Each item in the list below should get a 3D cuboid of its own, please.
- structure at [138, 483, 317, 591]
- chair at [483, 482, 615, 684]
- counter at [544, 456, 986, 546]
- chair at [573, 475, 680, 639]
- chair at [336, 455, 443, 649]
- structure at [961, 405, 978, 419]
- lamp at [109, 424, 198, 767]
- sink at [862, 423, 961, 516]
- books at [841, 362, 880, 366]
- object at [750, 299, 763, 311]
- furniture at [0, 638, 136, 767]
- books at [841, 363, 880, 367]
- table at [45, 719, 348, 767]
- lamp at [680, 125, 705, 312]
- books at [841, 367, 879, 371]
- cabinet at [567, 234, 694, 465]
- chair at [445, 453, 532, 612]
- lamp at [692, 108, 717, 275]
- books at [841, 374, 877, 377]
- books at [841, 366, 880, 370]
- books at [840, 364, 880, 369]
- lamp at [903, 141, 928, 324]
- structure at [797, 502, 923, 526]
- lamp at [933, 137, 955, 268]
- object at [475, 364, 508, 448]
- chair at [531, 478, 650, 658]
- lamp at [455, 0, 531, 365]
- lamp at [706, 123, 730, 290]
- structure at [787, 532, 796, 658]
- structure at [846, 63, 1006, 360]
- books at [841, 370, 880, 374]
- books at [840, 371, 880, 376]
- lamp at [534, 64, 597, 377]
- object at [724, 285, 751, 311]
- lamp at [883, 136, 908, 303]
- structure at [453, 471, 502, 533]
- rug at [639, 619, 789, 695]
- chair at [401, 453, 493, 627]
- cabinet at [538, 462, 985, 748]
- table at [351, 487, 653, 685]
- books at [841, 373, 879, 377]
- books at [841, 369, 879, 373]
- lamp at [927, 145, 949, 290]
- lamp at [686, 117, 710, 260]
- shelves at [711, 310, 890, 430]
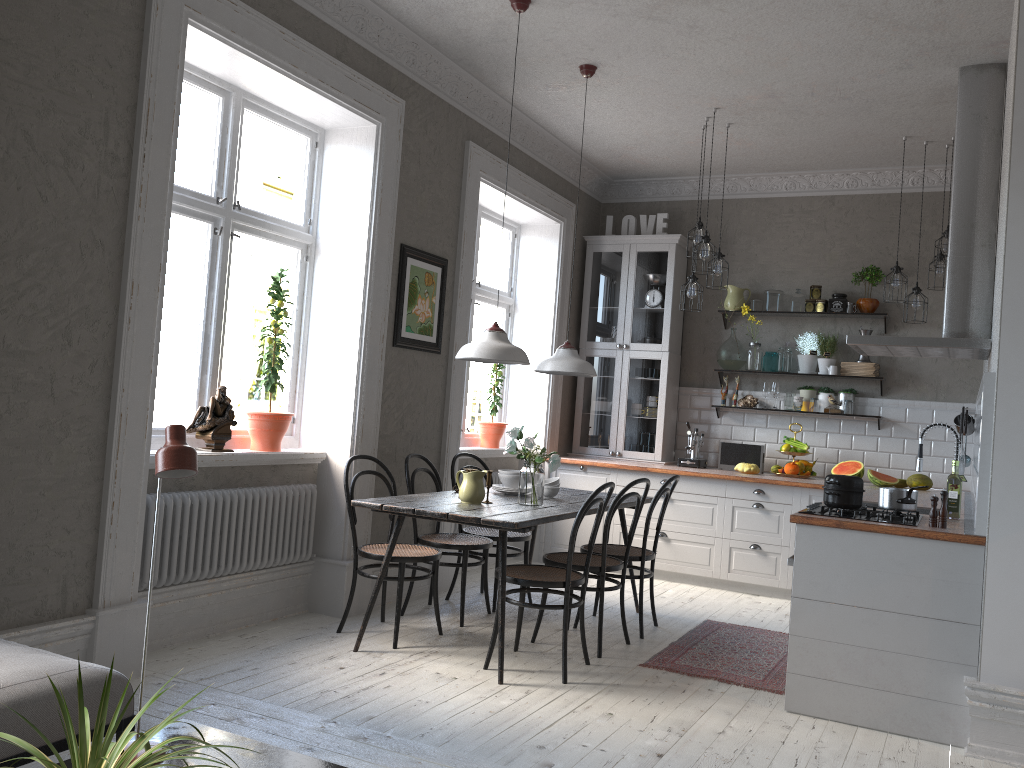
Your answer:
[{"bbox_3d":[-1.393,0.730,4.396,0.146,0.428,1.242,4,-2,25],"label":"structure"},{"bbox_3d":[0.186,0.905,4.254,0.541,0.921,0.445,4,-2,24],"label":"chair"},{"bbox_3d":[1.288,0.643,5.752,3.108,0.039,3.447,3,-2,27],"label":"counter"},{"bbox_3d":[0.670,0.965,5.168,0.541,0.921,0.445,4,-2,24],"label":"chair"},{"bbox_3d":[-0.630,0.855,4.666,0.538,0.921,0.446,3,-2,34],"label":"chair"},{"bbox_3d":[2.936,0.180,5.682,0.093,0.053,1.104,3,-2,27],"label":"structure"},{"bbox_3d":[-0.881,0.514,2.173,0.140,0.839,0.247,5,-2,-28],"label":"lamp"},{"bbox_3d":[2.066,0.546,4.650,0.519,0.720,0.494,3,-2,26],"label":"sink"},{"bbox_3d":[2.724,-0.158,6.927,0.256,0.011,0.161,3,-2,32],"label":"books"},{"bbox_3d":[2.014,-0.636,7.296,0.101,0.111,0.105,3,-2,26],"label":"object"},{"bbox_3d":[-1.480,0.940,2.165,0.573,0.476,0.841,3,-2,27],"label":"furniture"},{"bbox_3d":[2.724,-0.147,6.927,0.256,0.016,0.161,3,-2,35],"label":"books"},{"bbox_3d":[-0.865,1.073,1.718,0.835,0.303,1.332,3,-2,27],"label":"table"},{"bbox_3d":[1.312,-1.375,6.204,0.147,1.735,0.146,5,-2,-7],"label":"lamp"},{"bbox_3d":[2.721,-0.115,6.926,0.256,0.011,0.160,3,-2,29],"label":"books"},{"bbox_3d":[1.016,-0.283,7.591,0.865,1.921,0.394,4,-2,26],"label":"cabinet"},{"bbox_3d":[-0.135,0.917,5.602,0.538,0.921,0.447,3,-2,39],"label":"chair"},{"bbox_3d":[1.325,-1.593,5.853,0.148,1.735,0.145,5,-2,-17],"label":"lamp"},{"bbox_3d":[2.717,-0.060,6.924,0.256,0.011,0.160,3,-2,29],"label":"books"},{"bbox_3d":[2.722,-0.125,6.926,0.256,0.011,0.161,3,-2,32],"label":"books"},{"bbox_3d":[2.723,-0.136,6.926,0.255,0.016,0.161,3,-2,39],"label":"books"},{"bbox_3d":[2.866,-1.293,6.187,0.147,1.735,0.146,4,-2,-2],"label":"lamp"},{"bbox_3d":[1.634,0.592,4.124,0.488,0.031,0.616,3,-2,27],"label":"structure"},{"bbox_3d":[3.023,-1.666,6.064,0.147,1.735,0.146,4,-2,-2],"label":"lamp"},{"bbox_3d":[-0.143,0.095,6.980,0.265,0.813,0.254,6,-2,-36],"label":"object"},{"bbox_3d":[0.430,0.936,4.739,0.538,0.921,0.446,3,-2,34],"label":"chair"},{"bbox_3d":[-0.028,-1.034,4.492,0.386,1.859,0.373,5,-2,-26],"label":"lamp"},{"bbox_3d":[1.477,-1.524,6.130,0.145,1.735,0.148,4,-2,13],"label":"lamp"},{"bbox_3d":[1.628,0.956,4.098,0.608,0.623,0.632,3,-2,27],"label":"structure"},{"bbox_3d":[2.373,-0.973,5.054,0.701,1.596,0.724,3,-2,27],"label":"structure"},{"bbox_3d":[2.720,-0.093,6.925,0.256,0.016,0.161,3,-2,35],"label":"books"},{"bbox_3d":[2.719,-0.082,6.925,0.255,0.016,0.161,3,-2,39],"label":"books"},{"bbox_3d":[0.387,-0.981,5.300,0.372,1.859,0.387,3,-2,34],"label":"lamp"},{"bbox_3d":[1.850,-0.702,7.314,0.187,0.216,0.177,3,-2,40],"label":"object"},{"bbox_3d":[2.700,-1.430,6.124,0.149,1.735,0.144,5,-2,-32],"label":"lamp"},{"bbox_3d":[-0.221,0.879,6.686,0.146,0.428,1.242,4,-2,25],"label":"structure"},{"bbox_3d":[1.237,1.449,4.807,0.724,0.014,1.310,3,-2,27],"label":"rug"},{"bbox_3d":[-0.376,0.887,5.170,0.541,0.921,0.445,4,-2,24],"label":"chair"},{"bbox_3d":[1.725,1.086,5.680,2.012,0.854,4.143,5,-2,-17],"label":"cabinet"},{"bbox_3d":[0.034,1.005,4.941,0.890,0.735,1.952,3,-2,27],"label":"table"},{"bbox_3d":[2.718,-0.072,6.924,0.256,0.011,0.161,3,-2,32],"label":"books"},{"bbox_3d":[2.720,-0.104,6.925,0.256,0.011,0.161,3,-2,32],"label":"books"},{"bbox_3d":[3.055,-1.531,6.232,0.149,1.735,0.144,5,-2,-22],"label":"lamp"},{"bbox_3d":[1.323,-1.719,6.042,0.145,1.735,0.148,4,-2,13],"label":"lamp"},{"bbox_3d":[2.300,-0.108,7.120,1.294,0.923,0.232,4,-2,26],"label":"shelves"}]
